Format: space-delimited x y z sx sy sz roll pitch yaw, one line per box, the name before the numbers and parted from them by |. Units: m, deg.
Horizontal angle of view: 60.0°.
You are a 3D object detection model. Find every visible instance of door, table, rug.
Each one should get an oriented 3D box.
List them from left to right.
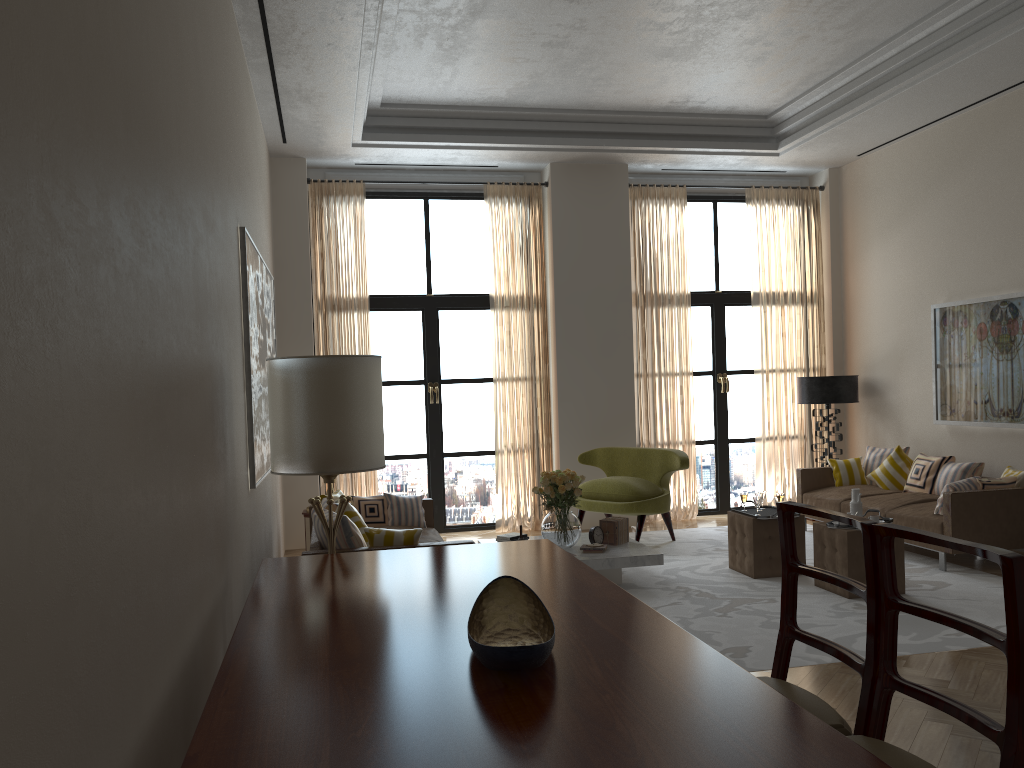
door | -1.084 -0.283 12.356 3.257 4.770 0.239 -2 1 -12
table | -0.243 1.534 3.764 1.800 1.028 3.800 -2 0 -12
table | 0.555 1.857 9.208 1.583 0.343 1.500 -2 0 -12
rug | 1.876 1.950 9.068 5.516 0.065 5.730 -2 0 -12
door | 3.118 -0.420 13.227 3.085 4.770 0.239 -2 1 -12

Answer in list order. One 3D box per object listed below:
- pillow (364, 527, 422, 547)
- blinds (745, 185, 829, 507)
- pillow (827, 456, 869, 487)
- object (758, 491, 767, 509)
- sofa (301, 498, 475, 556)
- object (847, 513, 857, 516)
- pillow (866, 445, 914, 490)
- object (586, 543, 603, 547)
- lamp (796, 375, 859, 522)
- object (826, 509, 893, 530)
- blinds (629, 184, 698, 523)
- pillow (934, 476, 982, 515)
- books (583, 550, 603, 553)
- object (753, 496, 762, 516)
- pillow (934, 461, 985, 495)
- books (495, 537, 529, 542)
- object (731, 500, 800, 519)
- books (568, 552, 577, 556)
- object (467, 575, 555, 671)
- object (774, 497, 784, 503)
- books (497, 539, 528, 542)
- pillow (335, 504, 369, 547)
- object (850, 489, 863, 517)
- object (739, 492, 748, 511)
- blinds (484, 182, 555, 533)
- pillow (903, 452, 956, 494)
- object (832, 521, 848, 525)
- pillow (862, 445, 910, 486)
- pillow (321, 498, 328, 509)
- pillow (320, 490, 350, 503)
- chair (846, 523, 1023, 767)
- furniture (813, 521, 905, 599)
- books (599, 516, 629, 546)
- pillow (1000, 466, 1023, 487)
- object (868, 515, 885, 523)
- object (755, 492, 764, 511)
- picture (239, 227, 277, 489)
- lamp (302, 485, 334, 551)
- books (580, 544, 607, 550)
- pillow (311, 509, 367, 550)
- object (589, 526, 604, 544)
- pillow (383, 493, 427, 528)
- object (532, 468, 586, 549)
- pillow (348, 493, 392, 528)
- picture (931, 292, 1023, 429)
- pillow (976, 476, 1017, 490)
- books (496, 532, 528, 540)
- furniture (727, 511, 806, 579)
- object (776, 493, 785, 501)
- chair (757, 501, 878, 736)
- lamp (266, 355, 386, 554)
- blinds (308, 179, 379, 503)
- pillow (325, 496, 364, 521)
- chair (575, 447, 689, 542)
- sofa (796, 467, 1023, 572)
pillow | -0.939 1.337 7.045 0.482 0.433 0.318 -2 1 -2
blinds | 4.090 -0.465 13.198 1.242 4.878 0.418 -2 1 -10
pillow | 4.422 1.175 11.628 0.482 0.433 0.318 -2 1 -2
object | 2.682 1.244 9.491 0.098 0.192 0.098 -1 1 36
sofa | -1.213 1.682 8.266 1.351 0.820 2.979 -2 0 -12
object | 3.182 1.260 8.370 0.176 0.105 0.136 -2 0 -15
pillow | 4.841 1.081 11.155 0.767 0.617 0.355 -2 1 32
object | 0.833 1.620 8.914 0.139 0.019 0.137 -2 0 -28
lamp | 4.492 0.898 12.559 0.829 2.020 0.829 -2 1 -7
object | 3.259 1.268 8.301 0.441 0.101 0.720 -2 0 42
blinds | 2.156 -0.401 12.799 0.959 4.878 0.419 -2 1 -10
pillow | 4.616 1.178 9.200 0.498 0.428 0.327 -2 1 -24
books | 0.813 1.665 8.904 0.197 0.025 0.256 -2 0 6
object | 2.510 1.248 9.064 0.098 0.192 0.098 -2 1 14
pillow | 5.121 1.171 10.246 0.371 0.566 0.659 -2 1 -16
books | 0.004 1.626 9.317 0.230 0.025 0.280 -2 0 43
object | 2.629 1.303 9.222 0.491 0.092 0.802 -2 0 -12
books | 0.404 1.672 8.742 0.281 0.038 0.384 -2 0 -39
object | -0.005 0.926 3.387 0.331 0.164 1.083 -2 0 -1
object | 2.697 1.241 8.943 0.098 0.192 0.098 -2 1 -12
books | 0.006 1.651 9.304 0.207 0.025 0.262 -2 0 41
pillow | -1.363 1.275 7.514 0.767 0.617 0.355 -2 1 32
object | 3.293 1.157 8.482 0.113 0.305 0.125 -1 1 25
object | 2.463 1.251 9.408 0.098 0.192 0.098 -3 1 -29
blinds | 0.103 -0.334 12.372 0.873 4.878 0.418 -2 1 -9
pillow | 4.983 1.113 10.605 0.403 0.548 0.617 -2 1 -9
object | 3.066 1.268 8.224 0.176 0.067 0.176 -2 0 -36
pillow | 4.838 1.099 11.560 0.355 0.576 0.623 -3 1 -33
pillow | -1.636 1.391 8.429 0.371 0.566 0.659 -2 1 -16
pillow | -1.806 1.365 9.280 0.296 0.476 0.515 -2 1 10
chair | 1.025 1.240 2.720 0.877 1.506 0.656 -2 1 -12
furniture | 3.242 1.627 8.307 0.613 0.616 0.613 -2 1 -12
books | 1.073 1.539 9.303 0.210 0.265 0.281 -1 1 38
pillow | 5.288 1.128 9.392 0.296 0.476 0.515 -2 1 10
object | 3.404 1.271 8.322 0.176 0.067 0.176 -2 0 -13
object | 2.613 1.245 9.365 0.098 0.192 0.098 -2 1 -12
picture | -2.312 -0.182 8.262 0.045 2.000 3.060 -2 0 -11
lamp | -2.183 0.996 10.609 0.768 2.256 0.767 -1 2 41
books | 0.822 1.641 8.906 0.255 0.026 0.202 -2 0 13
pillow | -1.359 1.290 7.110 0.355 0.576 0.623 -3 1 -33
object | 0.874 1.571 9.155 0.082 0.209 0.204 -1 1 39
pillow | -1.131 1.371 9.474 0.498 0.428 0.327 -2 1 -24
object | 0.527 1.289 9.132 0.539 0.822 0.627 -2 1 -16
pillow | -1.496 1.387 9.436 0.464 0.412 0.303 -2 1 -14
picture | 5.500 -0.253 9.884 0.080 1.481 2.266 -2 0 -13
pillow | 4.981 1.169 9.239 0.464 0.412 0.303 -2 1 -13
books | -0.001 1.599 9.307 0.260 0.030 0.207 -2 0 -45
furniture | 2.645 1.650 9.235 0.613 0.616 0.613 -2 1 -12
object | 2.804 1.239 9.253 0.098 0.192 0.098 -2 1 14
chair | 0.882 1.247 3.352 0.877 1.506 0.656 -2 1 -12
lamp | -1.234 0.948 6.045 0.767 2.256 0.767 -1 2 45
blinds | -2.238 -0.252 11.888 0.780 4.890 0.419 -2 1 -9
pillow | -1.502 1.321 8.067 0.403 0.548 0.617 -2 1 -9
chair | 1.372 1.436 11.190 1.028 1.214 1.791 -3 1 -44
sofa | 4.719 1.491 10.423 1.351 0.820 2.979 -2 0 -12
